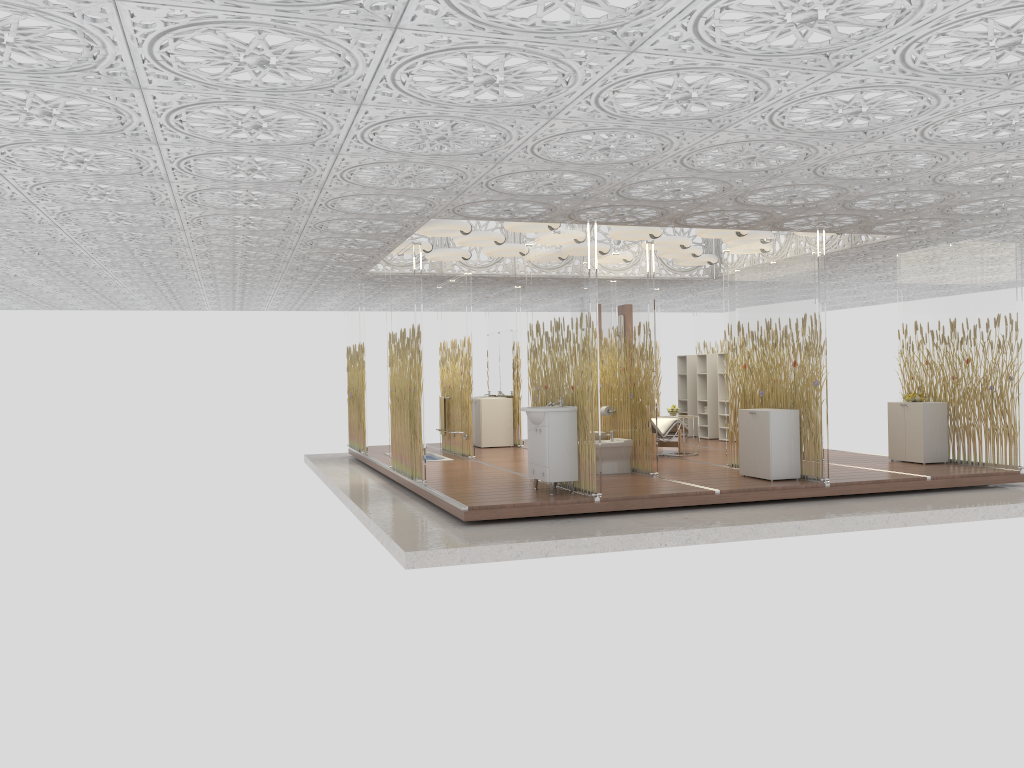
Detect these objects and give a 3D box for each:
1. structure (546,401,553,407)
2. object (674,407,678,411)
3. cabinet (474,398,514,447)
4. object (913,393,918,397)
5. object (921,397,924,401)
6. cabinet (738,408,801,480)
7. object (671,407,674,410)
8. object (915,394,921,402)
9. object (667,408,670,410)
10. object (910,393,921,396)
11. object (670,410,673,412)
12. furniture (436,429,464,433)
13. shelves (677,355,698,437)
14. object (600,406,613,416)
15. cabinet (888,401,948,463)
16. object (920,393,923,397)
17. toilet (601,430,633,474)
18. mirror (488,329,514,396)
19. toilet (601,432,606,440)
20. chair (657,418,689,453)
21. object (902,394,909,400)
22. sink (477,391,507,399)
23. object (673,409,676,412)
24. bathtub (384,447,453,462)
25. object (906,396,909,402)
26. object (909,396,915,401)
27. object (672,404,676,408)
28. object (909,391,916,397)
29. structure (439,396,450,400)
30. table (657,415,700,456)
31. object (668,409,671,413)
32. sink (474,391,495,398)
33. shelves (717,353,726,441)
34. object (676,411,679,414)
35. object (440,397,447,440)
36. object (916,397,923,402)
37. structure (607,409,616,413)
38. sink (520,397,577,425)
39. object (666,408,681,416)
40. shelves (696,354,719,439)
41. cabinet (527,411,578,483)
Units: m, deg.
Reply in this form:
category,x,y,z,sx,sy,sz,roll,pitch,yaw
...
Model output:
category,x,y,z,sx,sy,sz,roll,pitch,yaw
structure,0.300,0.272,9.257,0.115,0.183,0.405,-1,0,-19
object,2.272,0.347,12.268,0.050,0.054,0.055,-1,0,42
cabinet,-0.339,0.628,14.697,0.549,0.782,0.643,-1,0,-18
object,4.914,0.147,10.841,0.032,0.085,0.186,-1,0,-6
object,4.964,0.191,10.759,0.066,0.055,0.055,-1,0,30
cabinet,2.737,0.629,9.458,0.358,0.712,0.595,-1,0,-18
object,2.214,0.336,12.238,0.047,0.045,0.047,-1,0,-17
object,4.912,0.164,10.729,0.064,0.097,0.064,-1,0,-27
object,2.183,0.355,12.332,0.047,0.048,0.047,-1,0,35
object,4.937,0.138,10.833,0.045,0.064,0.202,-1,0,-14
object,2.198,0.374,12.249,0.040,0.040,0.039,-1,0,-26
furniture,-0.903,0.675,12.785,0.178,0.014,0.977,-1,0,-18
shelves,3.254,0.208,16.108,0.344,1.460,0.366,-1,0,-18
object,1.143,0.329,10.725,0.115,0.115,0.131,-1,0,-18
cabinet,4.933,0.577,10.796,0.358,0.712,0.595,-1,0,-18
object,4.962,0.145,10.878,0.051,0.079,0.186,-1,0,-39
toilet,1.038,0.789,10.281,0.611,0.506,0.401,-1,0,-18
mirror,-0.204,-0.348,15.116,0.009,1.081,1.422,-1,0,-18
toilet,0.810,0.818,11.003,0.611,0.437,0.401,-1,0,-18
chair,1.895,0.597,12.443,0.635,0.811,1.787,-1,0,32
object,4.833,0.158,10.880,0.077,0.067,0.078,-1,0,-16
sink,-0.332,0.259,14.702,0.499,0.266,0.573,-1,0,-15
object,2.241,0.370,12.237,0.047,0.045,0.047,-1,0,-13
bathtub,-1.392,1.174,13.011,0.700,0.582,1.700,-1,0,-18
object,4.832,0.185,10.819,0.056,0.066,0.053,-1,0,-16
object,4.846,0.181,10.762,0.066,0.065,0.091,-1,0,-3
object,2.242,0.311,12.291,0.055,0.056,0.055,-1,0,-17
object,4.881,0.125,10.833,0.035,0.084,0.200,-1,0,4
structure,-1.030,0.211,13.540,0.078,0.047,0.442,-1,0,-18
table,2.311,0.713,12.302,0.420,0.535,0.420,-1,0,42
object,2.185,0.372,12.289,0.058,0.058,0.058,-1,0,39
sink,-0.548,0.260,15.387,0.499,0.266,0.573,-1,0,-20
shelves,3.678,0.206,14.766,0.344,1.460,0.366,-1,0,-18
object,2.287,0.388,12.280,0.045,0.042,0.045,-1,0,-23
object,-1.048,0.519,13.532,0.042,0.656,0.283,-1,0,-18
object,4.947,0.172,10.859,0.030,0.090,0.195,-1,0,-33
structure,1.175,0.329,10.714,0.080,0.047,0.215,-1,0,-18
sink,0.322,0.265,8.673,0.454,0.263,0.603,-1,0,-18
object,2.236,0.391,12.295,0.206,0.105,0.206,-1,0,27
shelves,3.466,0.207,15.437,0.344,1.460,0.366,-1,0,-18
cabinet,0.391,0.590,8.698,0.316,0.678,0.580,-1,0,-18
